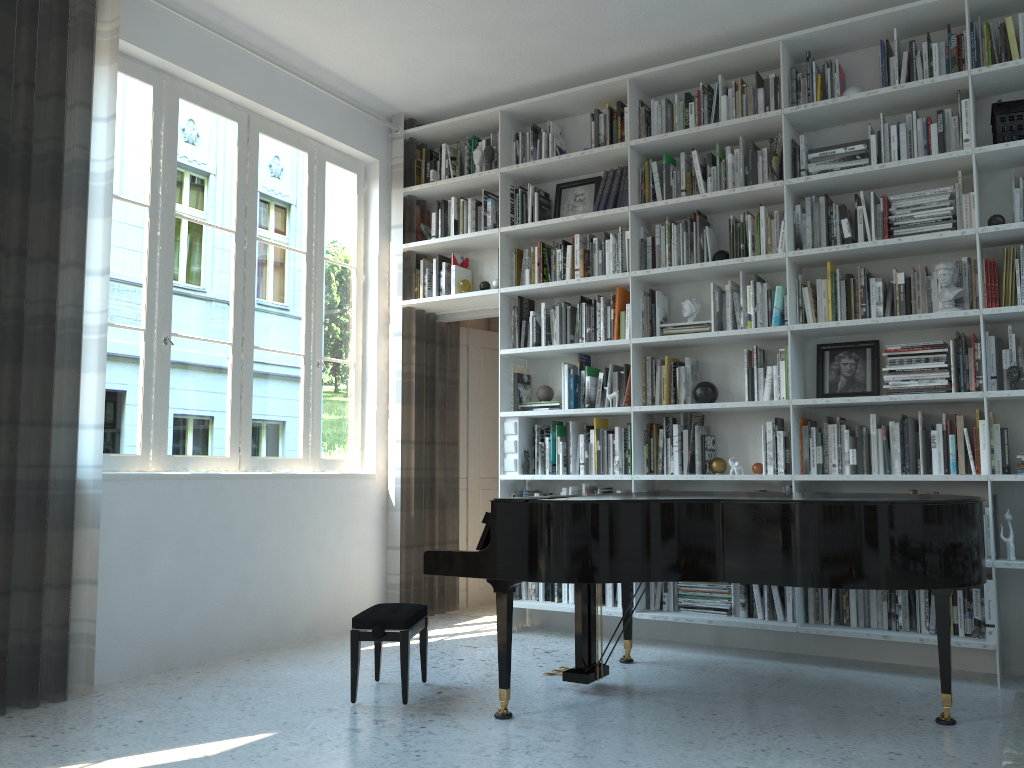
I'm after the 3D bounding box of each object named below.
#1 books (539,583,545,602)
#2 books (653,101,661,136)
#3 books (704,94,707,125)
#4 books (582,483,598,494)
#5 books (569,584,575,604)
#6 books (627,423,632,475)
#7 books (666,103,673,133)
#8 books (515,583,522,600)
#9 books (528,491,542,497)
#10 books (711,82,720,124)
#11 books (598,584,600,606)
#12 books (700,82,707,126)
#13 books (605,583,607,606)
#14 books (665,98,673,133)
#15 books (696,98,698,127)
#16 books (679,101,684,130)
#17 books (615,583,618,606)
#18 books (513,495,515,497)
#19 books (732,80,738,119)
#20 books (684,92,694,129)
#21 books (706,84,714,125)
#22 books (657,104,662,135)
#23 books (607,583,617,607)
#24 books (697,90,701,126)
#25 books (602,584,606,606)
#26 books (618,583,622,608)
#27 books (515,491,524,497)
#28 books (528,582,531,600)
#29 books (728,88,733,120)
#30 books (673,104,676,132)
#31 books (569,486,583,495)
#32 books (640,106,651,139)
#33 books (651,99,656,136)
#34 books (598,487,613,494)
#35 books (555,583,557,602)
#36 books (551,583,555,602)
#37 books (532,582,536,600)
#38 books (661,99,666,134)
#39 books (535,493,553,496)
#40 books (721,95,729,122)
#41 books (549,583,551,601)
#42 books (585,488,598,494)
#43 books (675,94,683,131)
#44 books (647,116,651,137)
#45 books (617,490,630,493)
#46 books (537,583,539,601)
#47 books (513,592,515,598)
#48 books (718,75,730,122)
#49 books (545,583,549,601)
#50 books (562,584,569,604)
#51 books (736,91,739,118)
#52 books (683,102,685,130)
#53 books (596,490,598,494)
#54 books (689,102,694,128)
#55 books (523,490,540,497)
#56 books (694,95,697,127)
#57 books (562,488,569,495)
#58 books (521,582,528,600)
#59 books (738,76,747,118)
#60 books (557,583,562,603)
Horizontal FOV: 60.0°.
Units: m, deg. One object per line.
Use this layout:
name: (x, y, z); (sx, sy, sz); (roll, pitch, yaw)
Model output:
books: (0.210, 1.123, 5.175); (0.023, 0.265, 0.177); (-3, -6, 31)
books: (0.844, -1.456, 5.031); (0.031, 0.254, 0.145); (-3, -6, 31)
books: (1.094, -1.461, 4.890); (0.029, 0.235, 0.130); (-3, -6, 31)
books: (0.447, 0.730, 5.060); (0.014, 0.325, 0.170); (-3, -6, 31)
books: (0.381, 1.112, 5.073); (0.031, 0.266, 0.186); (-3, -6, 31)
books: (0.688, 0.363, 4.947); (0.014, 0.286, 0.179); (-3, -6, 31)
books: (0.911, -1.439, 4.968); (0.029, 0.207, 0.178); (-3, -6, 31)
books: (0.074, 1.168, 5.244); (0.029, 0.190, 0.176); (-3, -6, 31)
books: (0.137, 0.777, 5.270); (0.010, 0.273, 0.150); (-3, -6, 31)
books: (1.130, -1.483, 4.850); (0.052, 0.272, 0.172); (-3, -6, 31)
books: (0.503, 1.115, 4.990); (0.023, 0.243, 0.188); (-3, -6, 31)
books: (1.071, -1.492, 4.893); (0.010, 0.298, 0.151); (-3, -6, 31)
books: (0.563, 1.123, 4.973); (0.022, 0.224, 0.141); (-3, -6, 31)
books: (0.900, -1.457, 4.991); (0.012, 0.249, 0.174); (-3, -6, 31)
books: (1.049, -1.450, 4.899); (0.011, 0.215, 0.160); (-3, -6, 31)
books: (0.977, -1.451, 4.977); (0.025, 0.234, 0.129); (-3, -6, 31)
books: (0.623, 1.102, 4.962); (0.040, 0.264, 0.137); (-3, -6, 31)
books: (0.050, 0.793, 5.323); (0.012, 0.254, 0.161); (-3, -6, 31)
books: (1.227, -1.486, 4.810); (0.014, 0.268, 0.156); (-3, -6, 31)
books: (1.005, -1.471, 4.951); (0.028, 0.267, 0.151); (-3, -6, 31)
books: (1.104, -1.483, 4.869); (0.013, 0.276, 0.164); (-3, -6, 31)
books: (0.866, -1.440, 5.011); (0.023, 0.220, 0.181); (-3, -6, 31)
books: (0.582, 1.106, 4.960); (0.027, 0.256, 0.179); (-3, -6, 31)
books: (1.059, -1.468, 4.895); (0.013, 0.251, 0.183); (-3, -6, 31)
books: (0.549, 1.130, 4.995); (0.024, 0.214, 0.137); (-3, -6, 31)
books: (0.634, 1.082, 4.923); (0.021, 0.295, 0.188); (-3, -6, 31)
books: (0.069, 0.777, 5.278); (0.011, 0.276, 0.189); (-3, -6, 31)
books: (0.140, 1.139, 5.233); (0.024, 0.246, 0.143); (-3, -6, 31)
books: (1.209, -1.468, 4.817); (0.026, 0.235, 0.134); (-3, -6, 31)
books: (0.937, -1.438, 4.968); (0.015, 0.207, 0.166); (-3, -6, 31)
books: (0.365, 0.744, 5.113); (0.039, 0.307, 0.172); (-3, -6, 31)
books: (0.777, -1.444, 5.064); (0.029, 0.237, 0.156); (-3, -6, 31)
books: (0.832, -1.465, 5.062); (0.021, 0.278, 0.141); (-3, -6, 31)
books: (0.530, 0.738, 5.024); (0.013, 0.300, 0.173); (-3, -6, 31)
books: (0.296, 1.124, 5.140); (0.027, 0.256, 0.160); (-3, -6, 31)
books: (0.272, 1.142, 5.146); (0.022, 0.221, 0.163); (-3, -6, 31)
books: (0.165, 1.146, 5.207); (0.022, 0.226, 0.155); (-3, -6, 31)
books: (0.887, -1.457, 5.003); (0.023, 0.251, 0.170); (-3, -6, 31)
books: (0.187, 0.776, 5.223); (0.029, 0.266, 0.172); (-3, -6, 31)
books: (1.180, -1.445, 4.823); (0.031, 0.190, 0.181); (-3, -6, 31)
books: (0.259, 1.129, 5.168); (0.022, 0.252, 0.139); (-3, -6, 31)
books: (0.463, 0.745, 5.060); (0.012, 0.295, 0.176); (-3, -6, 31)
books: (0.948, -1.467, 4.966); (0.010, 0.264, 0.160); (-3, -6, 31)
books: (0.807, -1.417, 5.061); (0.024, 0.182, 0.133); (-3, -6, 31)
books: (0.628, 0.740, 4.978); (0.025, 0.287, 0.130); (-3, -6, 31)
books: (0.192, 1.125, 5.179); (0.013, 0.261, 0.174); (-3, -6, 31)
books: (0.051, 1.141, 5.292); (0.012, 0.254, 0.161); (-3, -6, 31)
books: (1.165, -1.505, 4.846); (0.014, 0.315, 0.166); (-3, -6, 31)
books: (0.238, 1.153, 5.174); (0.022, 0.205, 0.158); (-3, -6, 31)
books: (0.341, 1.146, 5.089); (0.030, 0.201, 0.168); (-3, -6, 31)
books: (1.250, -1.458, 4.803); (0.029, 0.213, 0.141); (-3, -6, 31)
books: (0.988, -1.444, 4.960); (0.012, 0.216, 0.150); (-3, -6, 31)
books: (0.518, 0.745, 5.036); (0.022, 0.290, 0.137); (-3, -6, 31)
books: (1.025, -1.440, 4.926); (0.030, 0.201, 0.152); (-3, -6, 31)
books: (0.100, 0.772, 5.270); (0.052, 0.283, 0.172); (-3, -6, 31)
books: (1.042, -1.458, 4.913); (0.013, 0.234, 0.155); (-3, -6, 31)
books: (0.337, 0.752, 5.151); (0.027, 0.299, 0.142); (-3, -6, 31)
books: (0.107, 1.116, 5.247); (0.045, 0.293, 0.181); (-3, -6, 31)
books: (1.254, -1.488, 4.771); (0.014, 0.266, 0.192); (-3, -6, 31)
books: (0.305, 1.100, 5.119); (0.013, 0.300, 0.184); (-3, -6, 31)
